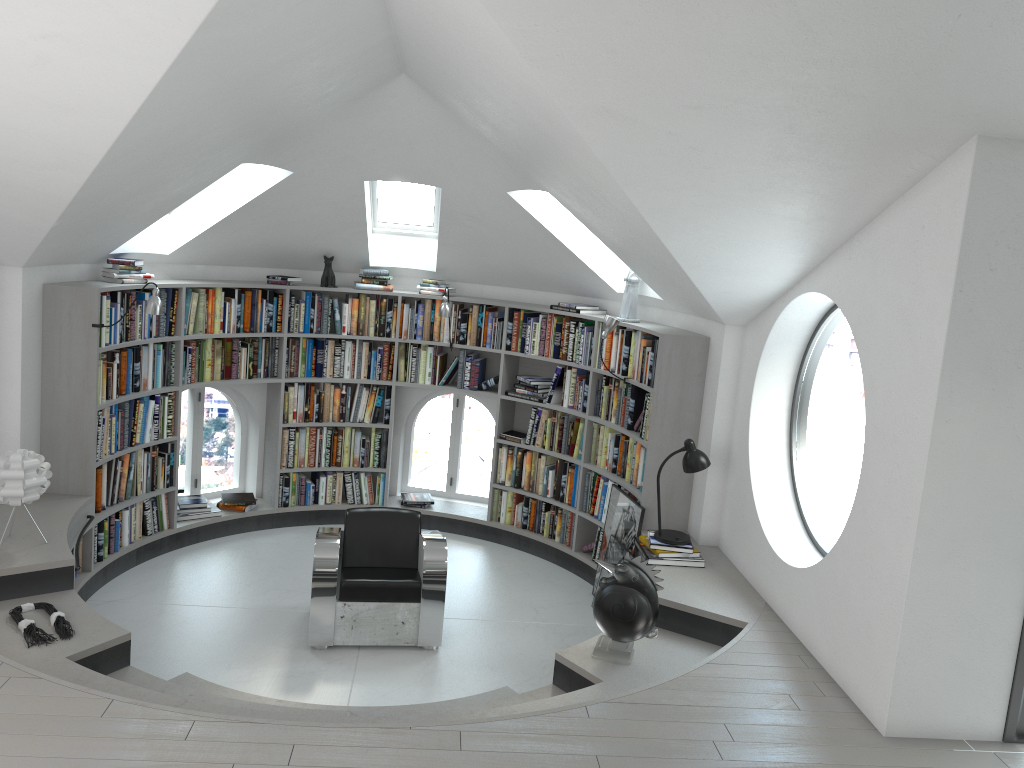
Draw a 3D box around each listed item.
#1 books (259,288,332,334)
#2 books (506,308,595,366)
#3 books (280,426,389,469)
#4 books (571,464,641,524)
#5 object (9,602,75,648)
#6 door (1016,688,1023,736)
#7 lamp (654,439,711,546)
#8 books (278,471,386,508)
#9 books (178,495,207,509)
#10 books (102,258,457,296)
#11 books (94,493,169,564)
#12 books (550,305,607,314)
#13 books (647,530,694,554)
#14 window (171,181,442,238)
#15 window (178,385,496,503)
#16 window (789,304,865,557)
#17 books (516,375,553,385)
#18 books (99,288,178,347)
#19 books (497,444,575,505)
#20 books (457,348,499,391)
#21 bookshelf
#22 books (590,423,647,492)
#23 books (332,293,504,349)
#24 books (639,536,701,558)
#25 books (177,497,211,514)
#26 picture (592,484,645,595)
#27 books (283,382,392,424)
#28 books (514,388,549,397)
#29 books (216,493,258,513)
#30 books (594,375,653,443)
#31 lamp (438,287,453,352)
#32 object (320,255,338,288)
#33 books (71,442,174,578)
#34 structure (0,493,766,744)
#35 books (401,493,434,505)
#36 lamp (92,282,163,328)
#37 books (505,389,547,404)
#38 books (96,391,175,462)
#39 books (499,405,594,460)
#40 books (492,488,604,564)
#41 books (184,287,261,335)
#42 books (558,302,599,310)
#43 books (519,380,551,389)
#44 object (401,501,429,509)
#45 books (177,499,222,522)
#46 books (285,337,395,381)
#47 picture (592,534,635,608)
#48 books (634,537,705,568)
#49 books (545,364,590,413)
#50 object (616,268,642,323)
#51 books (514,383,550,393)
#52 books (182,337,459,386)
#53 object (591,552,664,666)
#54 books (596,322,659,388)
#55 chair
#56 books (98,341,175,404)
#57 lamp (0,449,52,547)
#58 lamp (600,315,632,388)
[{"bbox_3d":[-1.835,-0.609,7.419,0.682,0.345,0.266,0,10,-28],"label":"books"},{"bbox_3d":[0.378,-0.399,7.271,0.972,0.366,0.306,12,11,38],"label":"books"},{"bbox_3d":[-1.536,0.528,7.721,1.031,0.356,0.294,2,9,-20],"label":"books"},{"bbox_3d":[0.835,0.907,6.690,0.303,0.357,1.189,1,10,-24],"label":"books"},{"bbox_3d":[-2.312,1.171,4.353,0.218,0.082,0.474,-3,13,-42],"label":"object"},{"bbox_3d":[2.247,0.252,4.128,0.080,2.337,1.056,4,8,-5],"label":"door"},{"bbox_3d":[1.068,0.667,5.585,0.323,0.657,0.234,7,8,10],"label":"lamp"},{"bbox_3d":[-1.583,0.885,7.760,1.018,0.305,0.289,2,9,-20],"label":"books"},{"bbox_3d":[-2.599,0.953,7.186,0.213,0.036,0.227,0,11,-28],"label":"books"},{"bbox_3d":[-1.787,-0.864,7.093,2.814,0.173,0.750,-1,11,-34],"label":"books"},{"bbox_3d":[-2.837,0.994,6.405,0.283,0.318,0.921,7,9,13],"label":"books"},{"bbox_3d":[0.539,-0.604,7.202,0.317,0.036,0.337,-3,13,-42],"label":"books"},{"bbox_3d":[1.002,1.002,5.634,0.269,0.031,0.287,6,9,5],"label":"books"},{"bbox_3d":[-0.820,-1.470,6.707,4.054,0.710,1.941,4,9,-5],"label":"window"},{"bbox_3d":[-1.589,0.503,7.798,3.229,1.146,0.620,2,9,-19],"label":"window"},{"bbox_3d":[1.850,0.251,4.797,0.104,1.464,1.477,4,9,-5],"label":"window"},{"bbox_3d":[0.213,-0.032,7.488,0.269,0.031,0.287,1,10,-25],"label":"books"},{"bbox_3d":[-2.711,-0.482,6.149,0.300,0.360,1.036,7,9,11],"label":"books"},{"bbox_3d":[0.261,0.730,7.435,0.874,0.349,0.272,12,11,36],"label":"books"},{"bbox_3d":[-0.244,-0.117,7.632,0.399,0.339,0.225,7,9,15],"label":"books"},{"bbox_3d":[-0.975,0.272,6.945,4.332,1.873,2.118,4,9,-5],"label":"bookshelf"},{"bbox_3d":[0.906,0.545,6.580,0.275,0.346,1.025,2,10,-20],"label":"books"},{"bbox_3d":[-0.784,-0.562,7.636,1.565,0.365,0.395,5,9,0],"label":"books"},{"bbox_3d":[0.999,1.033,5.639,0.286,0.034,0.306,3,10,-15],"label":"books"},{"bbox_3d":[-2.602,0.984,7.190,0.269,0.031,0.287,0,11,-28],"label":"books"},{"bbox_3d":[0.756,1.215,6.361,0.090,0.859,0.581,3,9,-15],"label":"picture"},{"bbox_3d":[-1.514,0.147,7.662,0.997,0.350,0.299,1,9,-21],"label":"books"},{"bbox_3d":[0.205,0.060,7.501,0.286,0.031,0.270,10,11,29],"label":"books"},{"bbox_3d":[-2.283,0.987,7.392,0.318,0.099,0.293,4,9,-4],"label":"books"},{"bbox_3d":[0.932,0.166,6.532,0.279,0.357,1.057,2,10,-19],"label":"books"},{"bbox_3d":[-0.544,-0.535,7.387,0.113,0.564,0.359,5,8,2],"label":"lamp"},{"bbox_3d":[-1.532,-0.947,7.464,0.147,0.264,0.203,4,8,-8],"label":"object"},{"bbox_3d":[-2.842,0.857,6.056,0.391,0.693,1.647,6,9,5],"label":"books"},{"bbox_3d":[-0.936,1.263,5.688,4.723,0.690,4.715,13,12,39],"label":"structure"},{"bbox_3d":[-0.847,1.027,7.928,0.268,0.029,0.254,3,10,-15],"label":"books"},{"bbox_3d":[-2.464,-0.511,5.704,0.413,0.311,0.117,4,8,-8],"label":"lamp"},{"bbox_3d":[0.202,0.093,7.505,0.389,0.042,0.366,12,11,34],"label":"books"},{"bbox_3d":[-2.751,0.274,6.239,0.261,0.357,1.023,7,9,12],"label":"books"},{"bbox_3d":[0.355,0.369,7.324,0.976,0.351,0.252,12,11,37],"label":"books"},{"bbox_3d":[0.412,1.141,7.269,0.360,0.310,1.502,-3,12,-43],"label":"books"},{"bbox_3d":[-2.341,-0.589,6.962,0.270,0.371,0.794,12,11,38],"label":"books"},{"bbox_3d":[0.541,-0.632,7.199,0.233,0.027,0.248,-1,11,-32],"label":"books"},{"bbox_3d":[0.211,-0.001,7.492,0.213,0.036,0.227,-4,13,-44],"label":"books"},{"bbox_3d":[-0.850,1.057,7.932,0.227,0.036,0.214,7,10,11],"label":"object"},{"bbox_3d":[-2.605,1.018,7.195,0.365,0.042,0.389,-2,12,-38],"label":"books"},{"bbox_3d":[-1.495,-0.233,7.650,1.028,0.358,0.302,2,9,-19],"label":"books"},{"bbox_3d":[0.712,1.400,6.203,0.107,0.553,0.491,3,9,-15],"label":"picture"},{"bbox_3d":[0.996,1.069,5.644,0.365,0.042,0.390,4,9,-5],"label":"books"},{"bbox_3d":[0.558,0.026,7.175,0.555,0.349,0.256,13,11,41],"label":"books"},{"bbox_3d":[0.892,-0.701,6.643,0.179,0.471,0.180,6,8,4],"label":"object"},{"bbox_3d":[0.208,0.030,7.496,0.269,0.031,0.287,-4,13,-44],"label":"books"},{"bbox_3d":[-1.622,-0.198,7.408,2.528,0.369,0.593,1,10,-24],"label":"books"},{"bbox_3d":[0.578,1.130,4.535,0.320,0.560,0.322,0,10,-32],"label":"object"},{"bbox_3d":[0.963,-0.215,6.491,0.292,0.361,1.018,2,10,-23],"label":"books"},{"bbox_3d":[-0.875,1.244,5.798,0.823,0.716,0.744,3,9,-10],"label":"chair"},{"bbox_3d":[-2.754,-0.105,6.221,0.303,0.346,1.092,7,9,10],"label":"books"},{"bbox_3d":[-2.710,0.626,4.869,0.305,0.523,0.307,3,9,-16],"label":"lamp"},{"bbox_3d":[0.767,-0.232,6.390,0.275,0.523,0.113,3,8,-14],"label":"lamp"}]
